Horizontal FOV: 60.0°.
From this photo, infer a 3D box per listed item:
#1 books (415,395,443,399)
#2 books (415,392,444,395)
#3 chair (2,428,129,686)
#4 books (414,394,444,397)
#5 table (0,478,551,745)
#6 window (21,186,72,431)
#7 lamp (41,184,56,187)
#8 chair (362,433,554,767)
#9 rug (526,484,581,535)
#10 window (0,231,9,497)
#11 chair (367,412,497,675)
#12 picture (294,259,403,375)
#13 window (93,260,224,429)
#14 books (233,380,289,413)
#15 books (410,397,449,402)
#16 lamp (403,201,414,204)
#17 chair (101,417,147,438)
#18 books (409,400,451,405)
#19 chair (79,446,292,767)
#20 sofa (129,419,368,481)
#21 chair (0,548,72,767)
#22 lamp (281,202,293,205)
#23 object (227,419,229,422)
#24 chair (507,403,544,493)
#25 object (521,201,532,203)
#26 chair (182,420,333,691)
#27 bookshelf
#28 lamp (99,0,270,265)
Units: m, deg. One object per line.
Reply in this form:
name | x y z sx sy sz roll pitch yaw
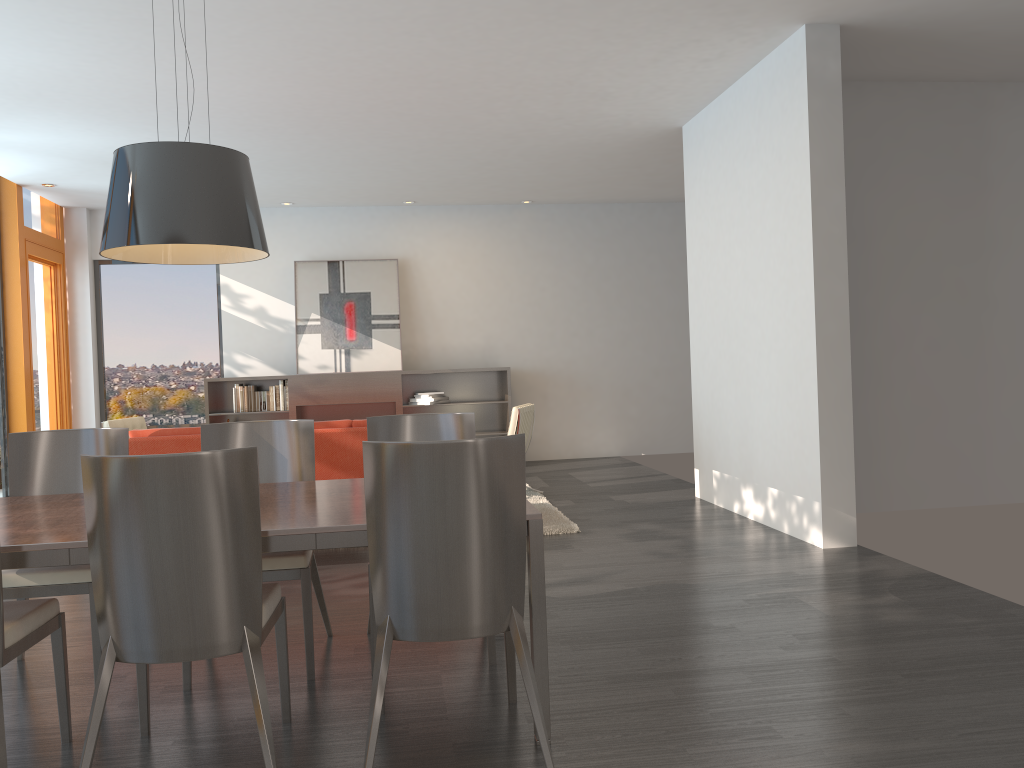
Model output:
books | -0.955 0.149 10.246 0.210 0.020 0.300 -2 1 22
books | -0.957 0.109 10.246 0.300 0.020 0.210 -3 1 -18
chair | -1.808 0.680 3.540 0.548 0.967 0.614 -2 1 -8
books | -0.956 0.129 10.246 0.210 0.020 0.300 -1 1 32
table | -1.036 0.812 3.155 2.151 0.764 1.172 -2 1 -8
window | -5.016 -0.503 9.405 0.211 3.346 1.156 -2 1 -8
lamp | -4.616 -1.977 8.827 0.129 0.010 0.129 -1 1 37
chair | -0.201 0.635 2.752 0.548 0.967 0.614 -2 1 -8
rug | -1.603 1.076 7.365 3.772 0.043 2.984 -2 1 -8
window | -4.891 -0.477 7.796 0.070 3.346 1.844 -2 1 -8
chair | -0.359 0.622 3.738 0.548 0.967 0.614 -2 1 -8
picture | -1.910 -0.793 10.341 1.208 1.338 0.269 -2 1 -8
window | -4.102 -0.553 10.369 1.410 3.340 0.065 -2 1 -8
books | -2.802 0.133 9.976 0.592 0.339 0.324 -2 1 -8
books | -0.954 0.177 10.246 0.314 0.038 0.398 -2 1 22
lamp | -1.216 -2.136 10.431 0.129 0.010 0.129 -1 1 37
chair | -3.198 0.708 7.951 0.707 0.817 0.700 -2 1 2
books | -0.953 0.215 10.247 0.314 0.038 0.398 -1 1 32
chair | -0.959 0.665 2.648 0.548 0.967 0.614 -2 1 -8
sofa | -1.503 0.673 6.272 2.597 0.852 1.038 -2 1 -8
chair | -1.650 0.693 2.553 0.548 0.967 0.614 -2 1 -8
lamp | -2.600 -2.080 10.241 0.129 0.010 0.129 -1 1 37
object | -3.171 0.538 9.981 0.245 0.290 0.201 -2 1 12
chair | -0.147 0.598 7.738 0.707 0.817 0.700 -2 1 12
object | 0.175 -2.193 10.685 0.129 0.010 0.129 -1 1 37
chair | -1.050 0.650 3.644 0.548 0.967 0.614 -2 1 -8
bookshelf | -1.713 0.449 10.224 3.387 1.163 0.570 -2 1 -8
lamp | -1.182 -1.245 3.135 0.567 1.580 0.567 -2 1 21
